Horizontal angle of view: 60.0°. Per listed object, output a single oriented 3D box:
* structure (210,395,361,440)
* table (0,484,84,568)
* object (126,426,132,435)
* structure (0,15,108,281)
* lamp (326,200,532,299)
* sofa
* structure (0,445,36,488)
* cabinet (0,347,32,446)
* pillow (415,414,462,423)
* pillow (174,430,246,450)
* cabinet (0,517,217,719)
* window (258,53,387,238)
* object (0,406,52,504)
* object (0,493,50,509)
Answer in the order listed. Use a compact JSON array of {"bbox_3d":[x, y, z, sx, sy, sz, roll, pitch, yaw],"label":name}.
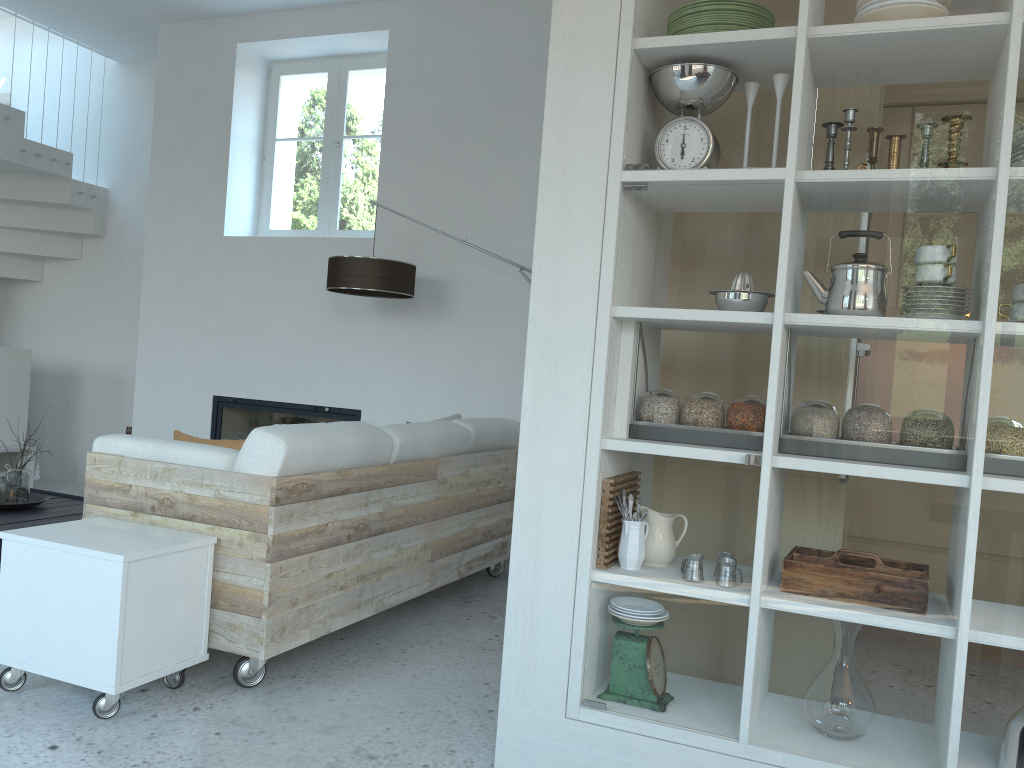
[{"bbox_3d":[-1.277,0.412,5.795,1.210,0.584,0.735,5,1,19],"label":"structure"},{"bbox_3d":[-2.772,0.720,4.463,1.257,0.218,1.270,5,1,22],"label":"table"},{"bbox_3d":[-2.419,0.352,6.030,0.442,0.094,0.096,5,1,19],"label":"object"},{"bbox_3d":[-4.452,-1.335,5.935,1.953,3.383,2.614,5,1,22],"label":"structure"},{"bbox_3d":[-0.264,0.033,4.722,1.558,1.966,0.470,4,1,8],"label":"lamp"},{"bbox_3d":[-0.733,0.555,3.941,0.871,0.854,2.195,5,1,23],"label":"sofa"},{"bbox_3d":[-4.985,0.324,5.991,3.111,0.659,2.900,5,1,23],"label":"structure"},{"bbox_3d":[-3.910,0.049,6.084,0.992,0.668,0.551,5,1,22],"label":"cabinet"},{"bbox_3d":[-0.432,0.345,4.341,0.239,0.407,0.595,5,1,18],"label":"pillow"},{"bbox_3d":[-1.043,0.341,3.178,0.462,0.339,0.200,5,1,17],"label":"pillow"},{"bbox_3d":[-1.263,0.709,2.754,0.502,0.487,0.380,5,1,22],"label":"cabinet"},{"bbox_3d":[-1.167,-1.511,5.734,1.117,1.226,0.072,5,1,22],"label":"window"},{"bbox_3d":[-2.538,0.372,4.569,0.309,0.522,0.435,4,1,-37],"label":"object"},{"bbox_3d":[-2.639,0.608,4.598,0.429,0.038,0.429,4,1,-27],"label":"object"}]
